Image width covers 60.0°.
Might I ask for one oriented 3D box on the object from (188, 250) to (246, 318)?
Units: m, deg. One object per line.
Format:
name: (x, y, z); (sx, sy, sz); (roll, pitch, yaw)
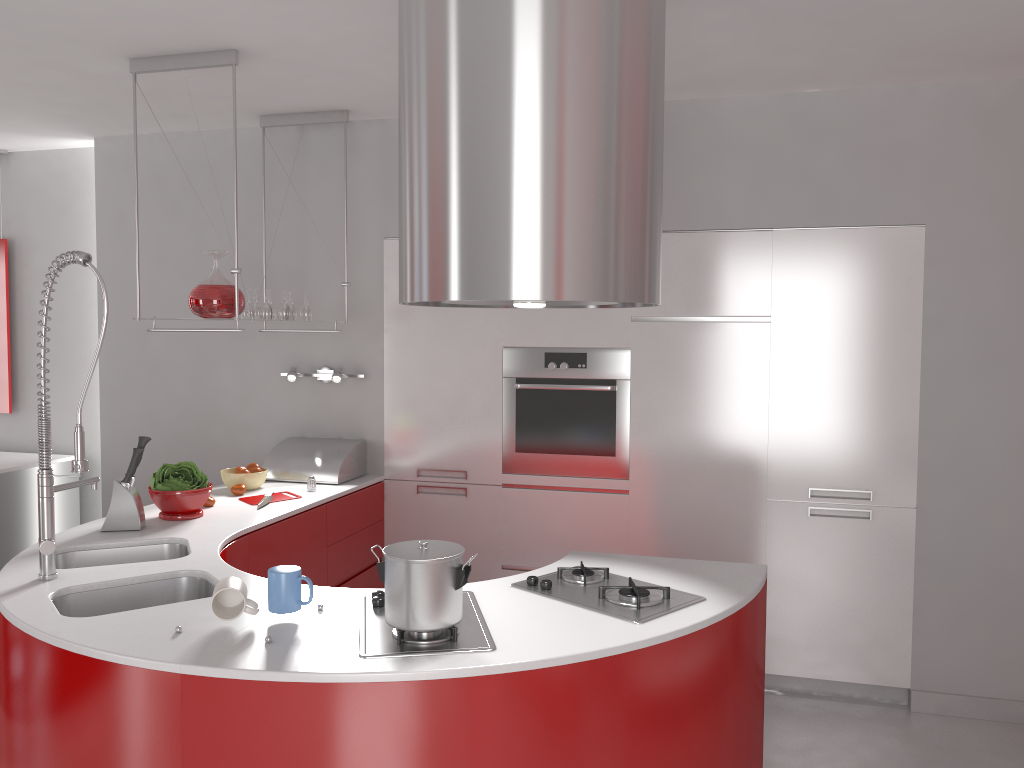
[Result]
object: (-1.156, -0.387, 3.473); (0.213, 0.266, 0.213); (3, 5, 44)

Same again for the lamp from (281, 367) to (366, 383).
lamp: (-0.939, -0.041, 4.316); (0.454, 0.081, 0.155); (1, 3, 15)

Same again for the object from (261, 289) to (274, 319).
object: (-1.091, -0.352, 3.950); (0.060, 0.141, 0.060); (1, 3, 15)

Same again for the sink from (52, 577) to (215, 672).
sink: (-1.005, 0.665, 2.398); (0.428, 0.172, 0.326); (-2, 4, -35)

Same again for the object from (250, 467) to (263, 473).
object: (-1.145, 0.396, 3.963); (0.062, 0.049, 0.066); (1, 3, 12)

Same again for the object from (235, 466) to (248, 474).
object: (-1.207, 0.396, 3.966); (0.062, 0.052, 0.065); (0, 3, 0)

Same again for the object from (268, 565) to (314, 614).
object: (-0.544, 0.504, 2.183); (0.109, 0.100, 0.080); (0, 3, -11)

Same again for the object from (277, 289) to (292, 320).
object: (-1.006, -0.350, 3.922); (0.060, 0.141, 0.060); (1, 3, 15)

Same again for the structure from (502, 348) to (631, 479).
structure: (0.240, 0.132, 4.064); (0.599, 0.589, 0.050); (1, 3, 15)

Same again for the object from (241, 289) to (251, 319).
object: (-1.177, -0.353, 3.948); (0.060, 0.141, 0.060); (0, 3, -8)

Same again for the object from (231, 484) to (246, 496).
object: (-1.174, 0.455, 3.807); (0.063, 0.047, 0.065); (1, 3, 15)

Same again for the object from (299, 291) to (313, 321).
object: (-0.951, -0.360, 4.095); (0.060, 0.141, 0.060); (1, 3, 15)

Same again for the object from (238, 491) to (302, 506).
object: (-1.015, 0.479, 3.725); (0.168, 0.006, 0.266); (3, 4, 42)

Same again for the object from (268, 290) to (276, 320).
object: (-1.106, -0.358, 4.043); (0.060, 0.141, 0.060); (0, 3, -8)

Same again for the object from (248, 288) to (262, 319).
object: (-1.116, -0.347, 3.854); (0.060, 0.141, 0.060); (1, 3, 15)

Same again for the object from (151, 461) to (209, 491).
object: (-1.254, 0.391, 3.342); (0.193, 0.182, 0.198); (2, 4, 21)

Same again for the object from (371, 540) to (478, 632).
object: (-0.203, 0.455, 2.047); (0.218, 0.185, 0.189); (-1, 4, -22)

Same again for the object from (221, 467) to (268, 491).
object: (-1.193, 0.427, 3.954); (0.201, 0.086, 0.201); (1, 3, 16)

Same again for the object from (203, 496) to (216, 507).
object: (-1.222, 0.467, 3.556); (0.063, 0.048, 0.064); (0, 3, -6)

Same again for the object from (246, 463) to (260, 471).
object: (-1.174, 0.389, 4.017); (0.066, 0.058, 0.055); (0, 3, 1)

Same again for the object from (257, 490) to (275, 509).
object: (-1.013, 0.476, 3.668); (0.041, 0.008, 0.375); (0, 3, -8)

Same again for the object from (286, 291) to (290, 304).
object: (-1.036, -0.361, 4.108); (0.060, 0.141, 0.060); (1, 3, 15)

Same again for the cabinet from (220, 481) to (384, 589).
cabinet: (-0.621, 0.918, 3.300); (1.025, 0.761, 1.875); (-2, 4, -29)

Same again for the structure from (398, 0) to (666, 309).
structure: (0.047, -0.668, 2.180); (0.644, 0.958, 0.644); (-1, 3, -18)

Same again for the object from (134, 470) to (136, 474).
object: (-1.366, 0.358, 3.163); (0.091, 0.197, 0.009); (0, 3, -13)

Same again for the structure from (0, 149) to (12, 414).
structure: (-3.274, -0.588, 5.182); (0.820, 1.503, 0.040); (1, 3, 15)

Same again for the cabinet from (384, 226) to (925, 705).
cabinet: (0.612, 0.324, 4.300); (2.398, 2.026, 0.614); (1, 3, 15)

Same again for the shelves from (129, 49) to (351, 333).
shelves: (-1.095, -0.731, 3.738); (0.462, 1.023, 0.934); (1, 3, 15)

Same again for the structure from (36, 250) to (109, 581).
structure: (-1.252, 0.090, 2.513); (0.178, 0.920, 0.308); (-2, 4, -31)

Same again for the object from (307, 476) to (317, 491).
object: (-0.887, 0.438, 3.925); (0.042, 0.066, 0.043); (2, 4, 29)

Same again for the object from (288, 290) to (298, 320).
object: (-1.004, -0.356, 4.023); (0.060, 0.141, 0.060); (1, 3, 15)

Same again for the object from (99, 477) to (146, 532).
object: (-1.379, 0.422, 3.138); (0.137, 0.178, 0.091); (0, 3, -11)

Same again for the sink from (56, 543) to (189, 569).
sink: (-1.245, 0.639, 2.821); (0.428, 0.172, 0.326); (-1, 4, -23)

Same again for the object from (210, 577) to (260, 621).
object: (-0.665, 0.515, 2.135); (0.109, 0.080, 0.100); (-1, 3, -15)

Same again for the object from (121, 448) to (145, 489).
object: (-1.355, 0.364, 3.111); (0.130, 0.279, 0.012); (0, 3, -13)

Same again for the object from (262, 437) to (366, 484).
object: (-0.949, 0.362, 4.253); (0.400, 0.170, 0.300); (1, 3, 15)

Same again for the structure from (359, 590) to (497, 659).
structure: (-0.217, 0.559, 2.151); (0.303, 0.037, 0.457); (0, 3, -9)

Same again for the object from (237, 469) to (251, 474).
object: (-1.180, 0.399, 3.907); (0.062, 0.049, 0.066); (2, 4, 23)

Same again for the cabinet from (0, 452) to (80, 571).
cabinet: (-3.387, 0.838, 4.953); (1.802, 0.880, 0.610); (1, 3, 15)

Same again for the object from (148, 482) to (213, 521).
object: (-1.252, 0.443, 3.355); (0.228, 0.118, 0.229); (0, 3, -13)

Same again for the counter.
counter: (-0.733, 0.963, 3.053); (1.868, 0.880, 2.865); (-3, 4, -41)

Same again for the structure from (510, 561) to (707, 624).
structure: (0.255, 0.547, 2.402); (0.303, 0.037, 0.457); (-3, 5, -44)

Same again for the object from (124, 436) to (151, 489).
object: (-1.352, 0.346, 3.138); (0.150, 0.322, 0.014); (0, 3, -13)
